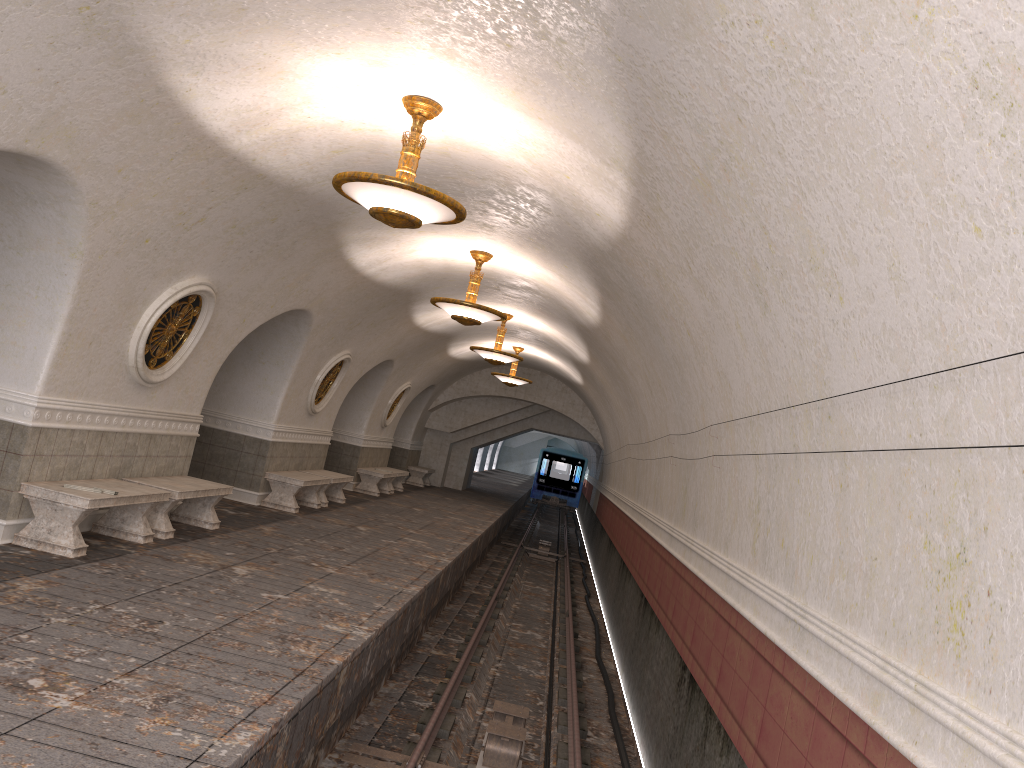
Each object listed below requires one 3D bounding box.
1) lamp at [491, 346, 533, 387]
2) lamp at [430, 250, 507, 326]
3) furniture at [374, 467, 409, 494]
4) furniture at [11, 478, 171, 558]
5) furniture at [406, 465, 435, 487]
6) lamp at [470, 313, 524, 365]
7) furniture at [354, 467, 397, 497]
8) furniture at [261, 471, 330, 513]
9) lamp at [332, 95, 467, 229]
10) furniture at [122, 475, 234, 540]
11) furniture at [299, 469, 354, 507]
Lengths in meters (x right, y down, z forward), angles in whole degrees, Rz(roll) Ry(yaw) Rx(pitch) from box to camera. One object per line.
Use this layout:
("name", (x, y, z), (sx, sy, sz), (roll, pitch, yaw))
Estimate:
("lamp", (0.049, -0.395, 20.986), (1.008, 0.955, 1.008), (16, -5, -40))
("lamp", (-0.498, -1.210, 11.378), (1.008, 0.955, 1.008), (11, -4, 20))
("furniture", (-2.973, 2.333, 21.574), (0.613, 0.508, 1.509), (12, -4, 4))
("furniture", (-3.747, 1.181, 7.980), (0.613, 0.508, 1.509), (12, -4, 4))
("furniture", (-2.711, 2.723, 26.171), (0.613, 0.508, 1.509), (12, -4, 4))
("lamp", (-0.224, -0.802, 16.181), (1.008, 0.955, 1.008), (11, -4, 20))
("furniture", (-3.068, 2.191, 19.901), (0.613, 0.508, 1.509), (12, -4, 4))
("furniture", (-3.406, 1.689, 13.969), (0.613, 0.508, 1.509), (12, -4, 4))
("lamp", (-0.771, -1.617, 6.573), (1.008, 0.955, 1.008), (13, -4, -12))
("furniture", (-3.652, 1.323, 9.652), (0.613, 0.508, 1.509), (12, -4, 4))
("furniture", (-3.311, 1.830, 15.642), (0.613, 0.508, 1.509), (12, -4, 4))
